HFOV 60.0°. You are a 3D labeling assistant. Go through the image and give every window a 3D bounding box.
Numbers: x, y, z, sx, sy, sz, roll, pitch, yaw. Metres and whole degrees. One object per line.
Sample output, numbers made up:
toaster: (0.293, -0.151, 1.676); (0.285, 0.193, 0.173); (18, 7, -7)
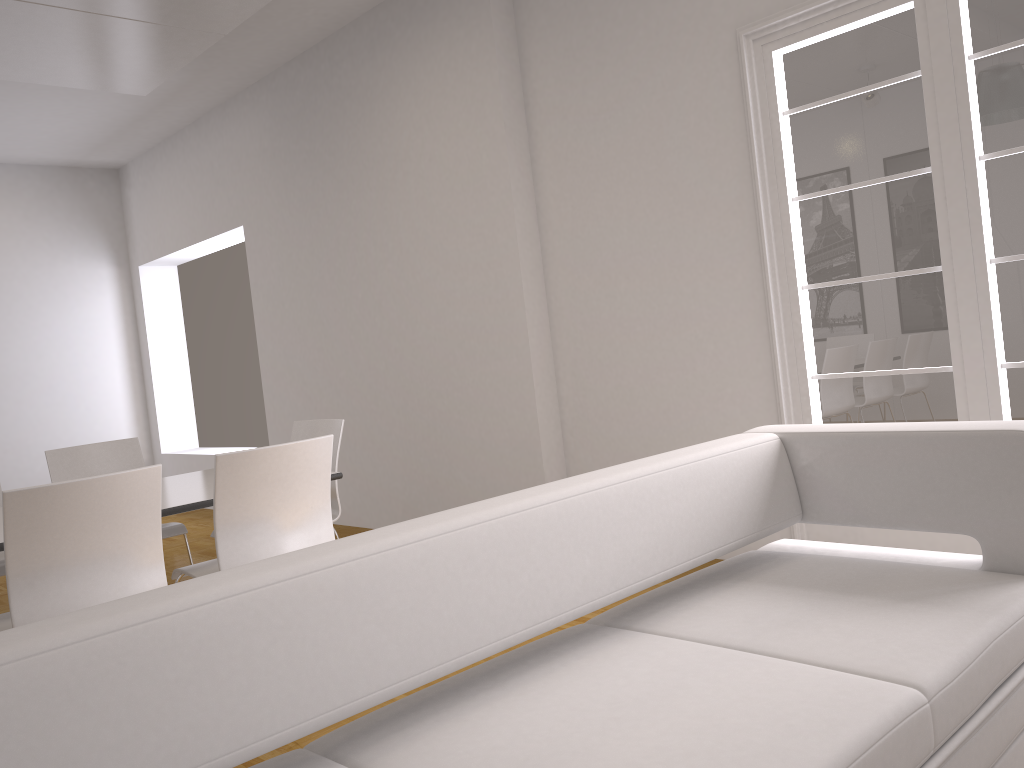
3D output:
window: (2.374, -0.484, 2.960); (0.196, 2.527, 3.347); (-8, 2, -43)

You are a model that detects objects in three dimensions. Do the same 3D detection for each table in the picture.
table: (-1.986, 0.906, 3.512); (2.414, 0.722, 1.209); (-9, 3, -43)

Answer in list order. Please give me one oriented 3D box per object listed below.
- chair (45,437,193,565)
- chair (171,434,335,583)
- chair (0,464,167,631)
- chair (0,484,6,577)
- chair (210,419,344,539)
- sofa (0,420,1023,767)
chair: (-2.019, 0.769, 4.559); (0.562, 0.931, 0.575); (-8, 2, -43)
chair: (-0.967, 0.692, 3.415); (0.562, 0.931, 0.575); (-8, 2, -43)
chair: (-1.444, 0.764, 2.962); (0.562, 0.931, 0.575); (-8, 2, -43)
chair: (-2.525, 0.846, 4.079); (0.562, 0.931, 0.575); (-8, 2, -43)
chair: (-1.102, 0.672, 4.334); (0.576, 0.931, 0.560); (-8, 2, -43)
sofa: (0.170, 0.660, 1.550); (2.626, 0.848, 0.821); (-9, 2, -43)
